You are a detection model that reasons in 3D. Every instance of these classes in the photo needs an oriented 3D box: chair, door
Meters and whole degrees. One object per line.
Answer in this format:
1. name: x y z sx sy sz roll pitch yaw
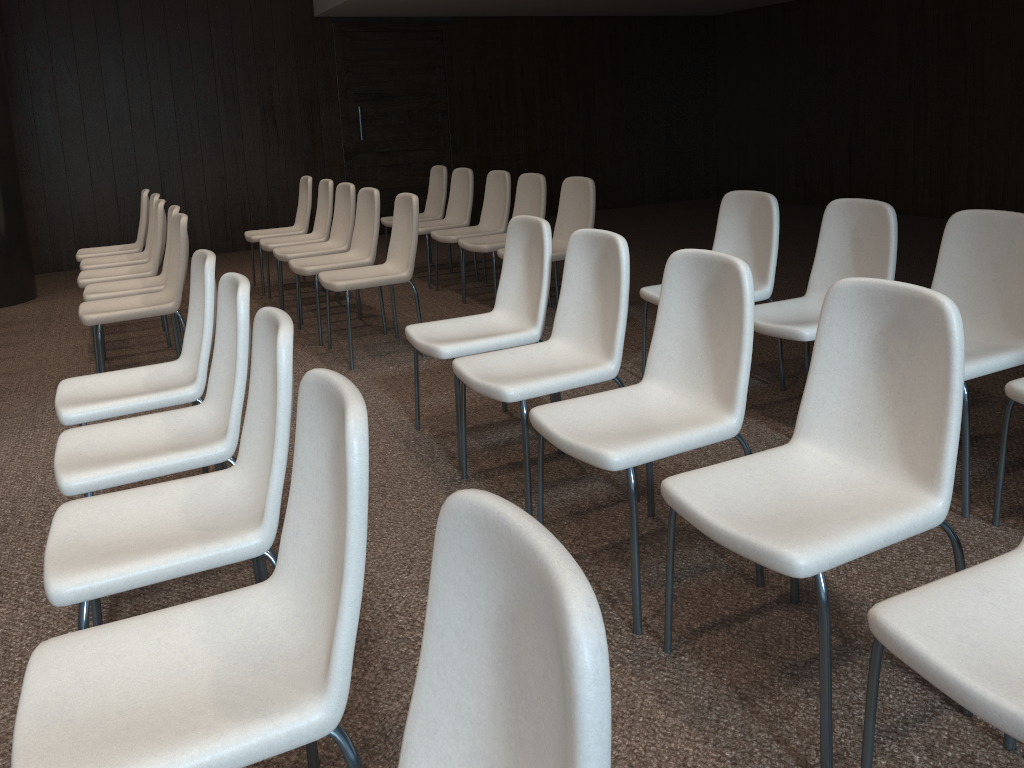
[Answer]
1. chair: -0.831 -1.430 7.611 0.562 0.877 0.543 -8 12 -23
2. chair: -1.881 -1.228 7.145 0.562 0.877 0.543 -8 12 -23
3. chair: 0.667 0.247 1.948 0.563 0.877 0.542 -9 13 -25
4. chair: -0.588 -1.275 7.071 0.563 0.877 0.542 -9 13 -26
5. chair: -1.906 -0.398 4.478 0.563 0.877 0.542 -9 13 -26
6. chair: 1.224 -0.278 3.539 0.562 0.877 0.543 -8 12 -23
7. chair: -0.495 0.473 1.426 0.562 0.877 0.542 -8 12 -24
8. chair: 0.375 0.097 2.483 0.563 0.877 0.542 -9 13 -26
9. chair: -1.099 -0.768 5.528 0.563 0.877 0.542 -9 13 -26
10. chair: -0.289 -1.124 6.530 0.563 0.877 0.542 -9 13 -25
11. chair: -0.795 -0.614 4.979 0.562 0.877 0.542 -8 12 -23
12. chair: -2.140 -0.547 5.000 0.562 0.877 0.542 -8 12 -23
13. chair: -1.602 -1.075 6.605 0.562 0.877 0.543 -8 12 -23
14. chair: 1.765 0.022 2.480 0.563 0.877 0.542 -9 13 -25
15. chair: -1.352 -0.929 6.090 0.563 0.877 0.542 -9 13 -26
16. chair: -0.747 0.313 1.986 0.562 0.877 0.543 -8 12 -23
17. chair: 0.112 -0.062 3.042 0.563 0.877 0.542 -9 13 -26
18. chair: 0.924 0.404 1.398 0.562 0.877 0.542 -9 13 -25
19. chair: 1.479 -0.121 2.991 0.562 0.877 0.542 -9 13 -25
20. chair: -2.683 -0.848 6.064 0.562 0.877 0.542 -8 13 -24
21. chair: -1.281 0.011 3.052 0.563 0.877 0.542 -9 13 -25
22. door: -1.305 -2.949 10.136 1.412 2.343 0.274 -9 11 -26
23. chair: -0.049 -0.983 6.034 0.563 0.877 0.542 -9 13 -26
24. chair: 0.929 -0.429 4.078 0.563 0.877 0.542 -9 13 -26
25. chair: 0.232 -0.829 5.488 0.563 0.877 0.542 -9 13 -26
26. chair: -2.975 -0.997 6.595 0.562 0.877 0.543 -8 12 -23
27. chair: -1.001 0.164 2.510 0.563 0.877 0.542 -9 13 -25
28. chair: -2.426 -0.690 5.512 0.562 0.877 0.543 -8 12 -23
29. chair: -0.194 0.625 0.882 0.562 0.877 0.542 -8 12 -24
30. chair: -0.123 -0.212 3.565 0.562 0.877 0.542 -8 12 -23
